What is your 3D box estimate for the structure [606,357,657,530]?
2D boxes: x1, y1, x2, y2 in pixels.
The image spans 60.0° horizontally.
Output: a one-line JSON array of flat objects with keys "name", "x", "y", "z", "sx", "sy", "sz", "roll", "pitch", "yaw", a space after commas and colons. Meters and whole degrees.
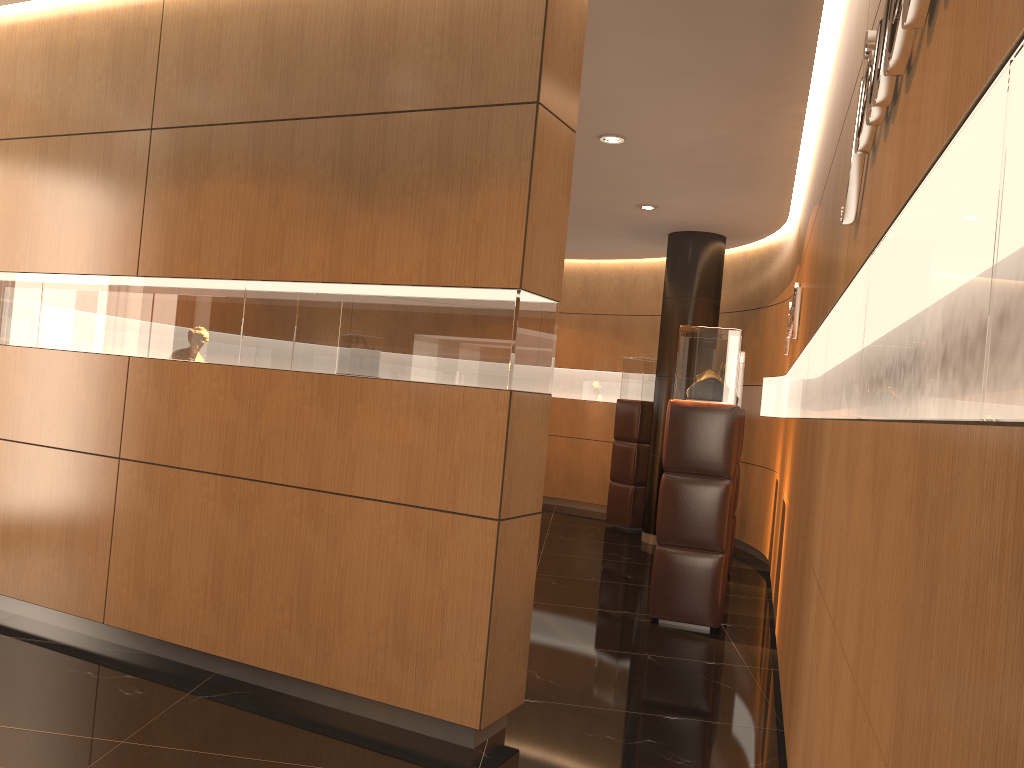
[{"name": "structure", "x": 1.504, "y": 0.698, "z": 10.456, "sx": 0.484, "sy": 2.000, "sz": 0.498, "roll": 6, "pitch": -1, "yaw": -30}]

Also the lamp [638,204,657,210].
[{"name": "lamp", "x": 1.274, "y": -1.688, "z": 8.328, "sx": 0.176, "sy": 0.068, "sz": 0.176, "roll": 5, "pitch": -1, "yaw": 10}]

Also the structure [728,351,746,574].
[{"name": "structure", "x": 1.834, "y": 0.700, "z": 8.084, "sx": 0.498, "sy": 2.000, "sz": 0.484, "roll": 5, "pitch": -1, "yaw": 15}]

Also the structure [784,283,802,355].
[{"name": "structure", "x": 2.189, "y": -0.510, "z": 6.924, "sx": 0.034, "sy": 0.442, "sz": 2.050, "roll": 5, "pitch": -1, "yaw": 16}]

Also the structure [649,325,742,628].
[{"name": "structure", "x": 1.283, "y": 0.609, "z": 6.077, "sx": 0.498, "sy": 1.968, "sz": 0.484, "roll": 5, "pitch": -1, "yaw": 15}]

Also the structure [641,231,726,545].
[{"name": "structure", "x": 1.850, "y": 0.001, "z": 9.546, "sx": 0.613, "sy": 3.430, "sz": 0.613, "roll": 5, "pitch": -1, "yaw": 20}]

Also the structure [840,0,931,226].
[{"name": "structure", "x": 0.724, "y": -0.708, "z": 1.612, "sx": 0.034, "sy": 0.442, "sz": 2.050, "roll": 5, "pitch": -1, "yaw": 16}]

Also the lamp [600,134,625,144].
[{"name": "lamp", "x": 0.713, "y": -1.764, "z": 6.292, "sx": 0.176, "sy": 0.068, "sz": 0.176, "roll": 5, "pitch": -1, "yaw": 10}]
